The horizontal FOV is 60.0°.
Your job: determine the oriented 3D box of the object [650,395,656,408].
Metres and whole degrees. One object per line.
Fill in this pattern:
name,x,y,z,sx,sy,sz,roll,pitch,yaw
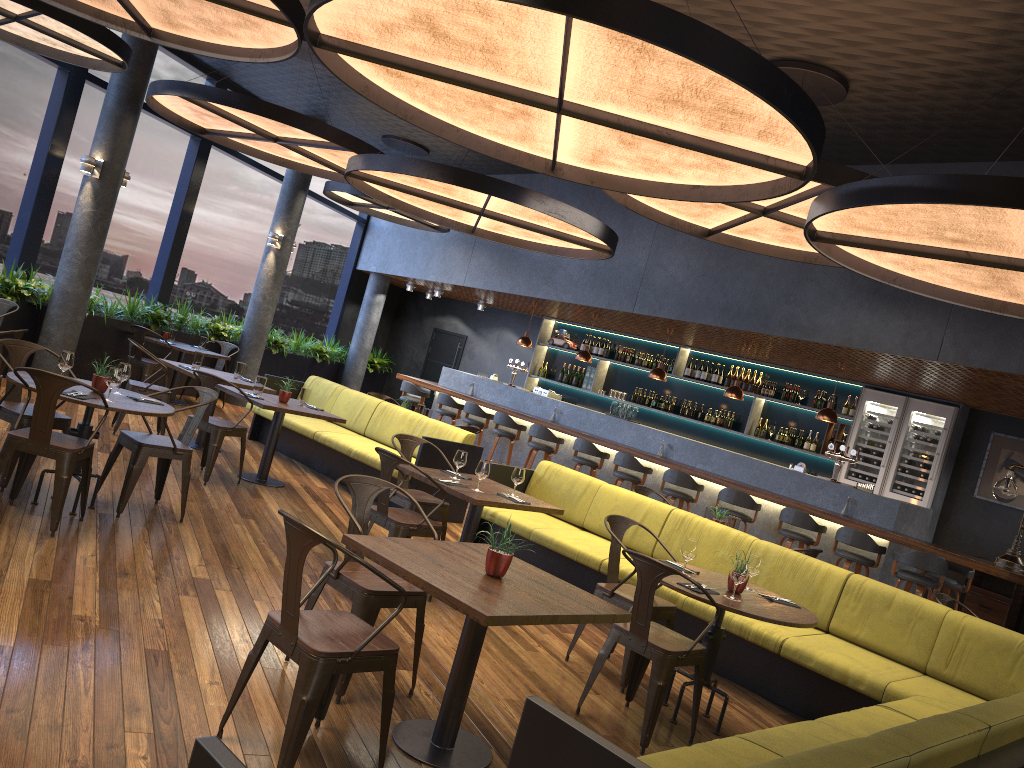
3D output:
object,2.227,0.272,13.834,0.088,0.224,0.088,16,1,9

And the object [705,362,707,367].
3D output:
object,2.891,-0.181,13.300,0.085,0.310,0.086,16,1,-5

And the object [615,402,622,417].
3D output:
object,1.450,0.354,11.950,0.105,0.209,0.105,16,1,-11

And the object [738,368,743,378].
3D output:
object,3.309,-0.068,12.854,0.084,0.330,0.084,15,1,-39

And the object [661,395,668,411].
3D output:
object,2.343,0.293,13.601,0.063,0.254,0.063,15,1,-28

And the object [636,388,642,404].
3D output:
object,2.003,0.193,13.909,0.063,0.254,0.063,16,1,31

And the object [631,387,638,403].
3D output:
object,1.934,0.173,13.979,0.063,0.254,0.063,16,1,16

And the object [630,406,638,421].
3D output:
object,1.610,0.401,11.793,0.105,0.209,0.105,16,1,-11

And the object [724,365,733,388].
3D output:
object,3.162,-0.110,12.880,0.084,0.330,0.084,15,1,-39

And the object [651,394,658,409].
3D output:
object,2.215,0.270,13.721,0.088,0.224,0.088,15,1,-31

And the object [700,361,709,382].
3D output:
object,2.873,-0.184,13.182,0.085,0.310,0.086,15,1,-19

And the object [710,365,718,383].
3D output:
object,3.024,-0.142,13.168,0.085,0.310,0.086,15,1,-19

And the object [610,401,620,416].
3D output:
object,1.369,0.332,11.881,0.105,0.209,0.105,16,1,-11

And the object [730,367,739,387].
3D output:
object,3.227,-0.091,12.815,0.084,0.330,0.084,15,1,-39

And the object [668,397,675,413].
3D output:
object,2.433,0.319,13.501,0.063,0.254,0.063,16,1,-4

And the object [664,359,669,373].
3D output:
object,2.396,-0.277,13.741,0.068,0.217,0.068,15,1,-41

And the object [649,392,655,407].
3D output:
object,2.194,0.246,13.921,0.063,0.254,0.063,16,1,16

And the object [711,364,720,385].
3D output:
object,3.008,-0.145,13.049,0.085,0.310,0.086,15,1,-12

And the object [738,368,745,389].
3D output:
object,3.291,-0.072,12.750,0.084,0.330,0.084,15,1,-39

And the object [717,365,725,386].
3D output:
object,3.088,-0.123,13.100,0.085,0.310,0.086,16,1,-5

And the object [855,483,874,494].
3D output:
object,3.757,1.095,9.429,0.177,0.091,0.091,16,1,19

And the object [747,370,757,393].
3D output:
object,3.426,-0.032,12.611,0.084,0.330,0.084,15,1,-39

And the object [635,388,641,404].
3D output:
object,1.992,0.188,14.057,0.063,0.254,0.063,16,1,36

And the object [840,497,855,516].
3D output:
object,3.532,1.287,9.335,0.114,0.203,0.069,16,1,-11

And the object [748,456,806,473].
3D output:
object,3.015,0.869,10.208,0.766,0.106,0.200,16,1,44

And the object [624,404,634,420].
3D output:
object,1.538,0.382,11.705,0.105,0.209,0.105,16,1,-11

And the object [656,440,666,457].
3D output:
object,1.869,0.799,11.006,0.114,0.203,0.069,16,1,33

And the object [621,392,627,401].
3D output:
object,1.791,0.199,14.161,0.084,0.119,0.084,16,1,-1

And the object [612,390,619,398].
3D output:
object,1.672,0.164,14.282,0.084,0.119,0.084,16,1,-1

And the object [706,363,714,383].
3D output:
object,2.956,-0.162,13.230,0.085,0.310,0.086,15,1,-35

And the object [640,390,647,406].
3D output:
object,2.077,0.213,13.971,0.063,0.254,0.063,16,1,1

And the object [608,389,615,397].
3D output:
object,1.613,0.147,14.341,0.084,0.119,0.084,16,1,-1

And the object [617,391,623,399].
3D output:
object,1.731,0.181,14.222,0.084,0.119,0.084,16,1,-1

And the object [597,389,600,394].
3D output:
object,1.420,0.122,14.502,0.042,0.059,0.042,16,1,6

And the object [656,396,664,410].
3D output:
object,2.310,0.296,13.782,0.088,0.224,0.088,16,1,19

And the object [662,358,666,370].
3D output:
object,2.329,-0.295,13.678,0.068,0.217,0.068,16,1,29

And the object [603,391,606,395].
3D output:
object,1.502,0.146,14.420,0.042,0.059,0.042,16,1,6

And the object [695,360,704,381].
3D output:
object,2.811,-0.203,13.248,0.085,0.310,0.086,15,1,-12

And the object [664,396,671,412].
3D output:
object,2.402,0.309,13.654,0.063,0.254,0.063,15,1,-13

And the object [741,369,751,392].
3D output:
object,3.358,-0.052,12.676,0.084,0.330,0.084,15,1,-39

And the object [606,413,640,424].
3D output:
object,1.481,0.463,11.850,0.437,0.019,0.273,16,1,44

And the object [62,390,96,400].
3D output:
object,-2.633,0.062,5.392,0.157,0.019,0.255,16,1,-3

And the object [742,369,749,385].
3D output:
object,3.376,-0.049,12.790,0.084,0.330,0.084,15,1,-39

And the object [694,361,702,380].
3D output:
object,2.825,-0.200,13.360,0.085,0.310,0.086,15,1,-19

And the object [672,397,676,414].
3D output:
object,2.472,0.329,13.575,0.063,0.254,0.063,16,1,16

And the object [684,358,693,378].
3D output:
object,2.673,-0.243,13.382,0.085,0.310,0.086,15,1,-19

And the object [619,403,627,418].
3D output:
object,1.485,0.365,11.832,0.105,0.209,0.105,16,1,-11

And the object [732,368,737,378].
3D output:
object,3.245,-0.087,12.922,0.084,0.330,0.084,15,1,-39

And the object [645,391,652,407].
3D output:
object,2.136,0.231,13.855,0.063,0.254,0.063,15,1,-18

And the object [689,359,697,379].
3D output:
object,2.756,-0.220,13.430,0.085,0.310,0.086,15,1,-31

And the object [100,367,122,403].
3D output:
object,-2.487,0.004,5.512,0.097,0.206,0.097,15,1,-39

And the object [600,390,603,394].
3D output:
object,1.460,0.134,14.410,0.042,0.059,0.042,16,1,6
